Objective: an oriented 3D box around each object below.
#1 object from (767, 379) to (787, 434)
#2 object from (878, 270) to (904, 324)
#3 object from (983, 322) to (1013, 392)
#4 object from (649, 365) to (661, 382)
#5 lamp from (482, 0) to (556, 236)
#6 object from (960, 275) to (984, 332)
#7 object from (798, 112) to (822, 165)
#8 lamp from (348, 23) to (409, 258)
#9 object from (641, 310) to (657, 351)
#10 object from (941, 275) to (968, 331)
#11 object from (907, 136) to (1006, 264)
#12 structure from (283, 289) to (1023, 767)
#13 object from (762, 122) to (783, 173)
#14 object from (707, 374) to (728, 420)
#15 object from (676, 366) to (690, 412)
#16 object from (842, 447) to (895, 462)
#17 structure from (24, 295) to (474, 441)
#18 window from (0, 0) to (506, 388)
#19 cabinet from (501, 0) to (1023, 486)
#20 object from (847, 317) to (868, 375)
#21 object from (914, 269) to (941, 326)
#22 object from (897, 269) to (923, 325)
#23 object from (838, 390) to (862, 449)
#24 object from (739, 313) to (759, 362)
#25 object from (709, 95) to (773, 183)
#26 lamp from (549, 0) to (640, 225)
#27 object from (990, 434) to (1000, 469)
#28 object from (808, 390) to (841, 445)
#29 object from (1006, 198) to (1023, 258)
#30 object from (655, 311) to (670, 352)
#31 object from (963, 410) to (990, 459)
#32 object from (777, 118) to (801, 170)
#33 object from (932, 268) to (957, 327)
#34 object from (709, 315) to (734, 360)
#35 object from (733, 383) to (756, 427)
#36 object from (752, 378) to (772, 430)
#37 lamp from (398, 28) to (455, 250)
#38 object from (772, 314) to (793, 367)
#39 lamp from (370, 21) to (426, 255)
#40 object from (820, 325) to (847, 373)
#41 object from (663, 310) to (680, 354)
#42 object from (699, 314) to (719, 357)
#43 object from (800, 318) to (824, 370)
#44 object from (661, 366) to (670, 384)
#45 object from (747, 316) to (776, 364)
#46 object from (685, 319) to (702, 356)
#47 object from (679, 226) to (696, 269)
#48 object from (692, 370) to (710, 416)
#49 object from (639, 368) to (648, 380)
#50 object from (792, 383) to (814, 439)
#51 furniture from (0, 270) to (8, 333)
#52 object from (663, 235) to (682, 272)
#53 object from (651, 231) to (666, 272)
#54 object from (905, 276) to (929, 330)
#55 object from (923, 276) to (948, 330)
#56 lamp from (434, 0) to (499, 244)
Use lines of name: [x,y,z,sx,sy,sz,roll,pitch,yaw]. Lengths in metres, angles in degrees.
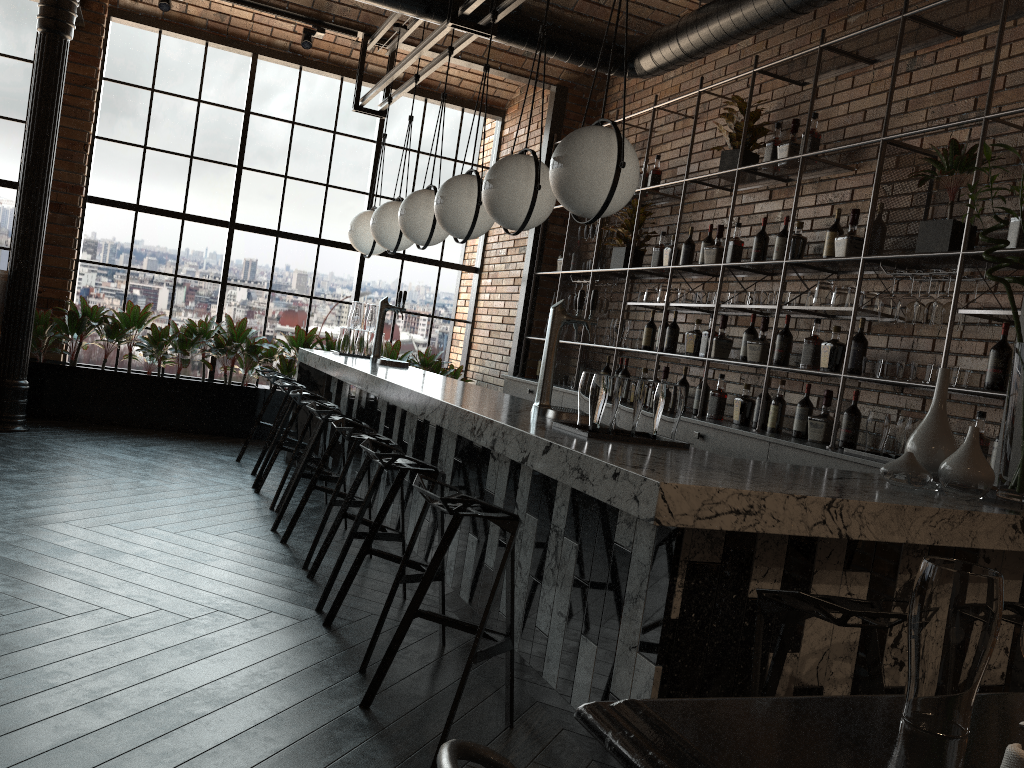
object: [1.477,0.124,4.917,0.080,0.299,0.080,8,3,-20]
object: [1.772,-0.405,4.148,0.092,0.244,0.092,9,2,17]
object: [2.031,-0.110,3.686,0.086,0.299,0.086,10,3,26]
object: [0.986,0.006,6.122,0.083,0.282,0.083,8,3,-23]
lamp: [0.135,-1.539,3.976,0.340,1.754,0.340,10,3,23]
object: [2.040,-0.355,3.923,0.092,0.244,0.092,9,2,17]
object: [1.667,-1.367,4.939,0.083,0.282,0.083,7,3,-38]
lamp: [-0.966,-1.819,6.678,0.340,1.754,0.340,10,3,23]
object: [0.979,-0.376,6.275,0.086,0.299,0.086,10,3,26]
object: [2.002,-0.365,4.019,0.092,0.244,0.092,9,2,17]
object: [1.959,-0.841,3.988,0.374,0.560,0.398,11,3,40]
structure: [0.191,0.270,4.867,1.930,1.430,5.346,8,3,-23]
object: [1.549,-1.397,5.228,0.083,0.282,0.083,8,3,-23]
object: [1.266,0.078,5.434,0.083,0.282,0.083,7,3,-38]
object: [1.107,0.032,5.760,0.086,0.297,0.086,9,2,11]
object: [1.759,0.345,4.038,0.273,0.019,0.437,8,3,-23]
structure: [-2.240,-0.049,8.018,4.107,1.072,0.757,8,3,-24]
window: [-7.728,-2.147,5.992,16.179,3.253,0.168,8,3,-23]
cabinet: [0.887,-0.821,6.517,0.564,3.779,7.075,8,3,-23]
object: [1.734,-0.185,4.441,0.086,0.298,0.086,10,3,26]
object: [1.851,-0.385,3.955,0.092,0.244,0.092,9,2,17]
object: [1.813,-0.395,4.046,0.092,0.244,0.092,9,2,17]
object: [1.689,0.176,4.407,0.086,0.299,0.086,10,3,26]
object: [1.406,-0.269,5.232,0.086,0.298,0.086,10,3,26]
object: [1.454,-1.549,5.596,0.430,0.526,0.425,8,3,-20]
lamp: [0.410,-1.469,3.301,0.340,1.754,0.340,10,3,23]
object: [2.017,0.260,3.627,0.086,0.298,0.086,10,3,26]
object: [1.608,0.169,4.557,0.123,0.279,0.123,7,3,-34]
object: [2.112,-0.666,3.660,0.083,0.282,0.083,8,2,-8]
object: [1.057,-0.361,6.150,0.086,0.298,0.086,10,3,26]
object: [1.957,0.253,3.738,0.083,0.282,0.083,7,3,-38]
object: [1.608,-1.379,5.085,0.123,0.279,0.123,8,3,-19]
object: [1.890,-0.375,3.859,0.092,0.244,0.092,9,2,17]
object: [1.289,-0.285,5.457,0.123,0.279,0.123,8,2,-9]
object: [1.360,0.120,5.195,0.094,0.248,0.151,8,2,-14]
object: [1.435,0.112,5.057,0.086,0.298,0.086,10,3,26]
lamp: [-0.415,-1.679,5.327,0.340,1.754,0.340,10,3,23]
object: [1.518,-0.240,4.944,0.086,0.299,0.086,10,3,26]
lamp: [-0.691,-1.749,6.003,0.340,1.754,0.340,10,3,23]
object: [1.659,-0.177,4.579,0.094,0.248,0.151,8,2,-14]
object: [1.088,-0.349,6.000,0.086,0.297,0.086,10,3,26]
object: [1.250,-0.299,5.590,0.083,0.282,0.083,8,3,-23]
object: [1.605,-0.209,4.719,0.083,0.282,0.083,7,3,-38]
object: [1.025,0.020,5.989,0.123,0.279,0.123,8,2,-9]
object: [1.438,-0.248,5.094,0.123,0.279,0.123,7,3,-34]
object: [1.189,-0.296,5.733,0.094,0.248,0.151,7,3,-34]
object: [1.188,-0.909,5.967,0.086,0.298,0.086,10,3,26]
object: [1.205,0.053,5.606,0.086,0.298,0.086,10,3,26]
object: [0.924,0.009,6.265,0.094,0.248,0.151,7,3,-34]
object: [1.561,0.143,4.732,0.086,0.298,0.086,10,3,26]
furniture: [-6.329,-0.626,5.394,5.451,1.212,1.979,8,3,-23]
object: [1.107,-0.903,6.120,0.094,0.248,0.151,8,3,-19]
object: [1.050,-0.936,6.268,0.083,0.282,0.083,7,3,-38]
object: [1.923,-0.385,4.211,0.092,0.244,0.092,9,2,17]
object: [1.964,-0.374,4.110,0.092,0.244,0.092,9,2,17]
lamp: [-0.140,-1.609,4.652,0.340,1.754,0.340,10,3,23]
